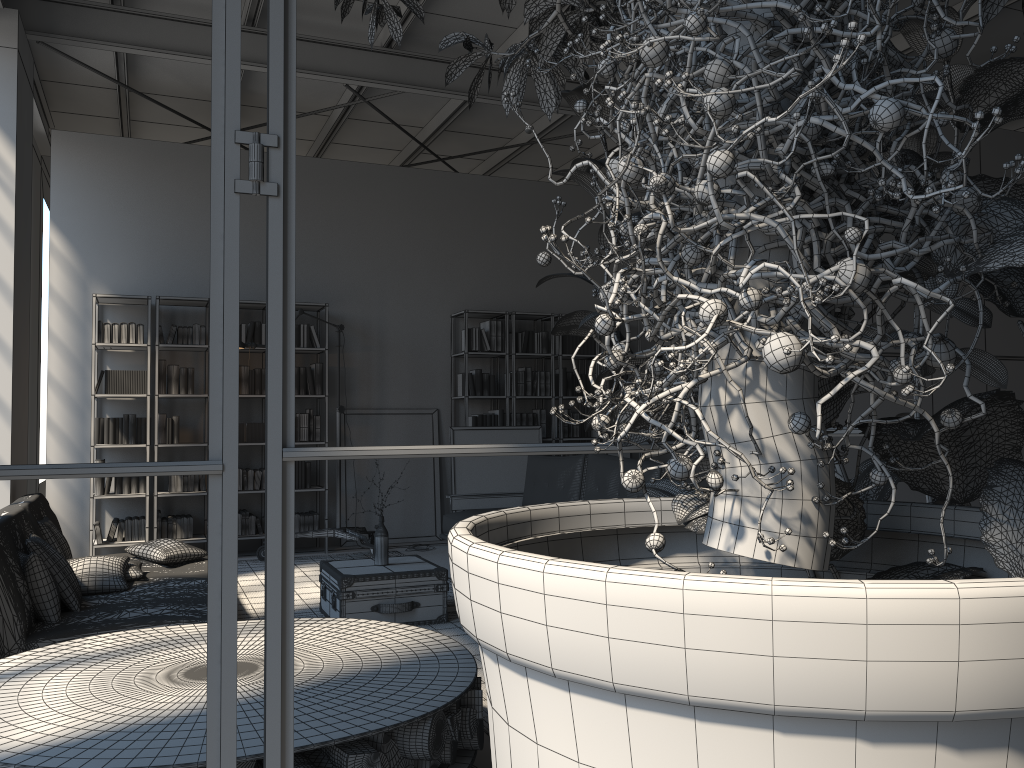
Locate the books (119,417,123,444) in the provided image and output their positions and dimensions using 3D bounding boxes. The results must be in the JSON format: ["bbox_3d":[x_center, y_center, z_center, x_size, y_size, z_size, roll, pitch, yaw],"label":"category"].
[{"bbox_3d":[-3.383,0.410,7.676,0.033,0.240,0.156,1,-3,-22],"label":"books"}]

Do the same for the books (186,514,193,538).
[{"bbox_3d":[-2.845,1.255,7.817,0.047,0.192,0.279,1,-3,-22],"label":"books"}]

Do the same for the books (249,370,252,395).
[{"bbox_3d":[-2.368,-0.009,8.012,0.022,0.226,0.163,1,-3,-22],"label":"books"}]

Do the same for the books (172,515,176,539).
[{"bbox_3d":[-2.962,1.253,7.767,0.030,0.192,0.277,1,-3,-22],"label":"books"}]

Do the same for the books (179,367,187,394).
[{"bbox_3d":[-2.866,-0.018,7.729,0.057,0.244,0.180,1,-3,-22],"label":"books"}]

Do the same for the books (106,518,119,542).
[{"bbox_3d":[-3.428,1.253,7.615,0.089,0.183,0.269,1,-2,-21],"label":"books"}]

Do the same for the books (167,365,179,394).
[{"bbox_3d":[-2.943,-0.030,7.701,0.091,0.266,0.195,1,-3,-22],"label":"books"}]

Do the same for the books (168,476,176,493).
[{"bbox_3d":[-2.978,0.849,7.768,0.056,0.195,0.270,1,-3,-22],"label":"books"}]

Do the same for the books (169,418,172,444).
[{"bbox_3d":[-2.943,0.407,7.640,0.022,0.227,0.165,1,-3,-22],"label":"books"}]

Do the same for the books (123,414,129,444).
[{"bbox_3d":[-3.342,0.397,7.679,0.047,0.270,0.182,1,-3,-22],"label":"books"}]

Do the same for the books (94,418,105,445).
[{"bbox_3d":[-3.537,0.409,7.602,0.045,0.241,0.174,0,-2,-10],"label":"books"}]

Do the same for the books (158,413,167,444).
[{"bbox_3d":[-3.024,0.387,7.632,0.091,0.266,0.195,1,-3,-22],"label":"books"}]

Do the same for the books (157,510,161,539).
[{"bbox_3d":[-3.069,1.226,7.704,0.036,0.247,0.304,1,-3,-22],"label":"books"}]

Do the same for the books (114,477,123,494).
[{"bbox_3d":[-3.369,0.813,7.594,0.062,0.265,0.193,1,-3,-22],"label":"books"}]

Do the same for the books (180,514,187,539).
[{"bbox_3d":[-2.889,1.254,7.799,0.049,0.195,0.279,1,-3,-22],"label":"books"}]

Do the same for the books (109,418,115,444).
[{"bbox_3d":[-3.444,0.410,7.641,0.040,0.240,0.174,1,-3,-22],"label":"books"}]

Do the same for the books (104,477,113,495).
[{"bbox_3d":[-3.427,0.813,7.547,0.084,0.267,0.193,1,-3,-23],"label":"books"}]

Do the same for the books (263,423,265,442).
[{"bbox_3d":[-2.240,0.437,7.977,0.012,0.177,0.134,1,-3,-22],"label":"books"}]

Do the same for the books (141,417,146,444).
[{"bbox_3d":[-3.213,0.413,7.737,0.040,0.240,0.174,1,-3,-22],"label":"books"}]

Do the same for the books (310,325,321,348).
[{"bbox_3d":[-1.835,-0.425,8.205,0.107,0.229,0.184,1,-3,-22],"label":"books"}]

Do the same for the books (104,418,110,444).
[{"bbox_3d":[-3.481,0.410,7.626,0.040,0.240,0.174,1,-3,-22],"label":"books"}]

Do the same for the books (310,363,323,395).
[{"bbox_3d":[-1.815,-0.041,8.247,0.071,0.303,0.222,1,-3,-27],"label":"books"}]

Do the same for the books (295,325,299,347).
[{"bbox_3d":[-1.991,-0.427,8.150,0.052,0.223,0.164,1,-3,-22],"label":"books"}]

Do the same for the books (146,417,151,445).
[{"bbox_3d":[-3.176,0.413,7.752,0.040,0.240,0.174,1,-3,-22],"label":"books"}]

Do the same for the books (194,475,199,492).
[{"bbox_3d":[-2.804,0.828,7.857,0.036,0.244,0.302,1,-3,-22],"label":"books"}]

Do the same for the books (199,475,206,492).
[{"bbox_3d":[-2.756,0.861,7.871,0.061,0.177,0.246,1,-3,-23],"label":"books"}]

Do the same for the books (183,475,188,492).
[{"bbox_3d":[-2.881,0.850,7.811,0.037,0.190,0.264,1,-3,-22],"label":"books"}]

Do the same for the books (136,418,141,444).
[{"bbox_3d":[-3.249,0.412,7.721,0.040,0.240,0.174,1,-3,-22],"label":"books"}]

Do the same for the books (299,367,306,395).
[{"bbox_3d":[-1.954,-0.021,8.197,0.062,0.265,0.193,1,-3,-27],"label":"books"}]

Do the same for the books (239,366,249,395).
[{"bbox_3d":[-2.429,-0.028,8.014,0.091,0.265,0.193,1,-3,-22],"label":"books"}]

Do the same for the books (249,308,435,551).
[{"bbox_3d":[-1.220,0.452,7.895,2.306,2.162,0.264,2,-3,-44],"label":"books"}]

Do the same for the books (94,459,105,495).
[{"bbox_3d":[-3.496,0.790,7.520,0.071,0.303,0.222,1,-3,-22],"label":"books"}]

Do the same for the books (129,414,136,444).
[{"bbox_3d":[-3.292,0.398,7.692,0.056,0.270,0.195,1,-3,-22],"label":"books"}]

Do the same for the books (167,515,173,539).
[{"bbox_3d":[-2.990,1.250,7.749,0.037,0.192,0.265,1,-3,-22],"label":"books"}]

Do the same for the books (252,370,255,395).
[{"bbox_3d":[-2.347,-0.009,8.021,0.022,0.226,0.163,1,-3,-22],"label":"books"}]

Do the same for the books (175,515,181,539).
[{"bbox_3d":[-2.927,1.253,7.773,0.040,0.196,0.262,1,-3,-22],"label":"books"}]

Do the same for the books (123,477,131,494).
[{"bbox_3d":[-3.304,0.813,7.608,0.062,0.265,0.193,1,-3,-22],"label":"books"}]

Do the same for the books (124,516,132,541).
[{"bbox_3d":[-3.318,1.254,7.669,0.056,0.197,0.271,1,-3,-22],"label":"books"}]

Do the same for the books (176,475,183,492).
[{"bbox_3d":[-2.926,0.849,7.790,0.056,0.195,0.270,1,-3,-22],"label":"books"}]

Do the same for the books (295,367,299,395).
[{"bbox_3d":[-2.006,-0.022,8.157,0.062,0.265,0.193,1,-3,-27],"label":"books"}]

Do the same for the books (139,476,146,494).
[{"bbox_3d":[-3.189,0.815,7.667,0.062,0.265,0.193,1,-3,-22],"label":"books"}]

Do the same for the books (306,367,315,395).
[{"bbox_3d":[-1.881,-0.020,8.211,0.084,0.267,0.193,1,-3,-26],"label":"books"}]

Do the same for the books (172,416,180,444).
[{"bbox_3d":[-2.912,0.399,7.676,0.057,0.244,0.180,1,-3,-22],"label":"books"}]

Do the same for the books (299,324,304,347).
[{"bbox_3d":[-1.947,-0.430,8.159,0.032,0.231,0.179,1,-3,-22],"label":"books"}]

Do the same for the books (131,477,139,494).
[{"bbox_3d":[-3.246,0.814,7.636,0.062,0.265,0.193,1,-3,-22],"label":"books"}]

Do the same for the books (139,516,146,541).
[{"bbox_3d":[-3.214,1.256,7.712,0.056,0.197,0.271,1,-3,-22],"label":"books"}]

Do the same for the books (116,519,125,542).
[{"bbox_3d":[-3.370,1.263,7.636,0.061,0.179,0.247,1,-3,-23],"label":"books"}]

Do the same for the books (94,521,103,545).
[{"bbox_3d":[-3.466,1.249,7.435,0.067,0.174,0.240,1,-3,-24],"label":"books"}]

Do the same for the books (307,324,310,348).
[{"bbox_3d":[-1.893,-0.431,8.181,0.022,0.236,0.186,1,-3,-22],"label":"books"}]

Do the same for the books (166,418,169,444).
[{"bbox_3d":[-2.963,0.407,7.630,0.022,0.227,0.165,1,-3,-22],"label":"books"}]

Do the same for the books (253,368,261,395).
[{"bbox_3d":[-2.316,-0.016,8.057,0.057,0.244,0.178,1,-3,-22],"label":"books"}]

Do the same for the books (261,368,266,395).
[{"bbox_3d":[-2.265,-0.015,8.090,0.057,0.244,0.178,1,-3,-22],"label":"books"}]

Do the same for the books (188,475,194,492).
[{"bbox_3d":[-2.841,0.859,7.830,0.048,0.180,0.257,1,-3,-22],"label":"books"}]

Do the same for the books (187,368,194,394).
[{"bbox_3d":[-2.815,-0.017,7.762,0.057,0.244,0.180,1,-3,-22],"label":"books"}]

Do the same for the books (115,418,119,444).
[{"bbox_3d":[-3.414,0.410,7.663,0.033,0.240,0.156,1,-3,-22],"label":"books"}]

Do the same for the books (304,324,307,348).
[{"bbox_3d":[-1.917,-0.429,8.171,0.032,0.231,0.179,1,-3,-22],"label":"books"}]

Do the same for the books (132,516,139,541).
[{"bbox_3d":[-3.266,1.255,7.690,0.056,0.197,0.271,1,-3,-22],"label":"books"}]

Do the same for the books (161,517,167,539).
[{"bbox_3d":[-3.032,1.259,7.729,0.048,0.182,0.258,1,-3,-22],"label":"books"}]
